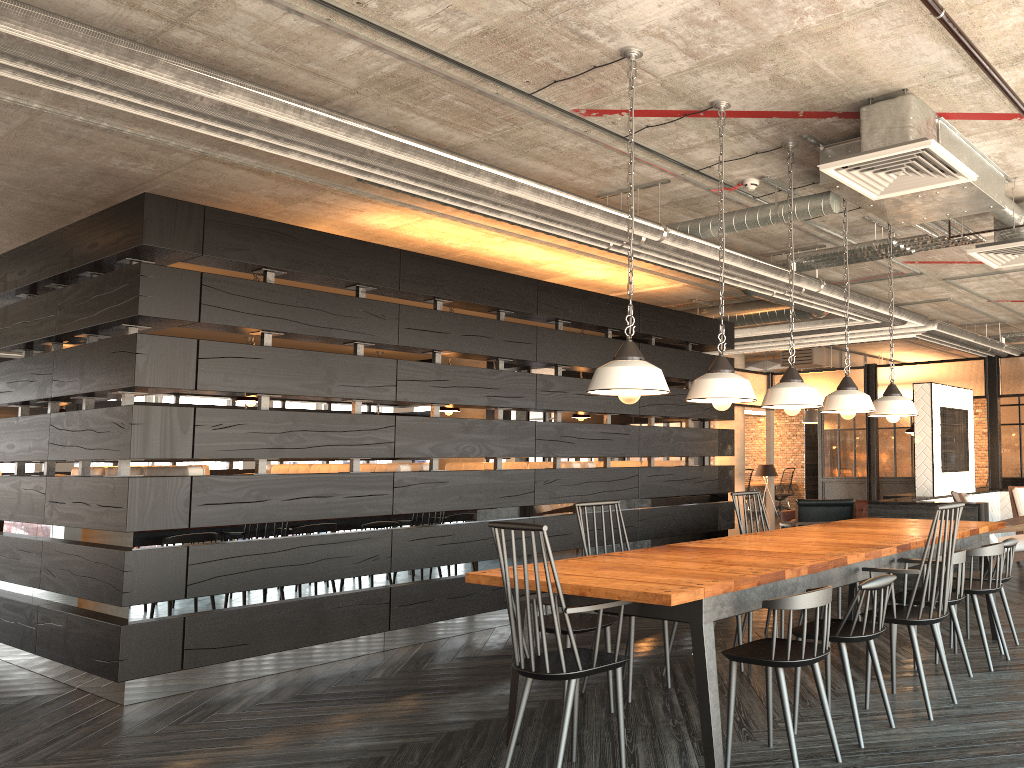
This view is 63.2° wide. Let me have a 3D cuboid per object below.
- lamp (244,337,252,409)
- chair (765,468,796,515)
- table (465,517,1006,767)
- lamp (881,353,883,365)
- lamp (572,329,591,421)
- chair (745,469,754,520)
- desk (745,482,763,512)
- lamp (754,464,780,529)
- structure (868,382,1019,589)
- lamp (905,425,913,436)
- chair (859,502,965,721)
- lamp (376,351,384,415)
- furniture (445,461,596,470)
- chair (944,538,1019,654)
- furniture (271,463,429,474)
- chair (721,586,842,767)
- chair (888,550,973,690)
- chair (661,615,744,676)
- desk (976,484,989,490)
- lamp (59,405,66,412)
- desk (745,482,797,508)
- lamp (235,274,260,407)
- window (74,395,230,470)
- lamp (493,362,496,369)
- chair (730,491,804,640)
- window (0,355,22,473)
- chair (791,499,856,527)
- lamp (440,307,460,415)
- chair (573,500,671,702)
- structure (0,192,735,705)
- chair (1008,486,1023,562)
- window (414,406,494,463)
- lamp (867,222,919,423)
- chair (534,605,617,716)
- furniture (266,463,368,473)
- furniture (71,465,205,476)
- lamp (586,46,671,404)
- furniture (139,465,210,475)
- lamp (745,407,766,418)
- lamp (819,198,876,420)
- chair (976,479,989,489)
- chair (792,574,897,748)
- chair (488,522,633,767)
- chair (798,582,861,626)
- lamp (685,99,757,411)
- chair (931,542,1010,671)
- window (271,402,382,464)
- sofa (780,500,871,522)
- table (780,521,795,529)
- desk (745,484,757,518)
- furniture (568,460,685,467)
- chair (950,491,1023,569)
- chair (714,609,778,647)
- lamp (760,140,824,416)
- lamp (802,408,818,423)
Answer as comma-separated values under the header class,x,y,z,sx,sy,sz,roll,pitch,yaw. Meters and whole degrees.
class,x,y,z,sx,sy,sz,roll,pitch,yaw
lamp,-2.997,-0.035,9.409,0.194,1.049,0.194,0,-5,5
chair,6.020,2.421,18.746,0.597,1.062,0.802,-4,-6,42
table,1.686,1.299,4.772,1.023,0.791,4.344,-5,-7,44
lamp,7.852,0.001,16.016,0.257,0.857,3.954,-4,-6,44
lamp,0.730,-0.136,8.715,0.167,1.049,0.220,-2,-6,35
chair,4.678,2.306,17.367,0.597,1.062,0.802,-4,-6,42
desk,5.187,2.661,19.383,0.687,0.719,1.904,-4,-7,43
lamp,4.227,1.862,13.166,0.859,1.177,0.540,1,-5,-1
structure,6.158,1.000,9.156,3.389,2.113,4.290,-5,-7,42
lamp,4.759,0.526,9.829,0.223,0.171,0.199,-1,-5,8
chair,2.051,1.129,4.282,0.418,1.032,0.531,-4,-6,42
lamp,-1.717,0.074,10.724,0.209,1.049,0.179,2,-5,-11
furniture,0.037,1.380,7.989,1.605,1.259,1.241,-4,-7,41
chair,3.164,1.395,5.600,0.396,0.725,0.434,-4,-6,42
furniture,-1.321,1.263,6.594,1.605,1.259,1.241,-4,-7,41
chair,1.120,1.212,3.475,0.380,0.736,0.434,-4,-6,42
chair,2.399,1.322,4.797,0.380,0.736,0.434,-4,-6,42
chair,1.150,1.349,4.957,0.380,0.736,0.434,-4,-6,42
desk,8.832,2.347,16.390,0.687,0.719,1.904,-4,-7,43
lamp,-4.321,-0.149,8.049,0.209,1.049,0.179,2,-5,-11
desk,5.719,2.615,18.946,0.687,0.719,1.904,-4,-7,43
lamp,-1.874,-0.360,6.039,0.167,1.049,0.220,-2,-6,35
window,-5.928,1.161,13.708,0.211,2.872,2.886,-4,-6,44
lamp,-0.210,-0.516,10.029,0.514,1.501,0.376,5,-6,-40
chair,1.839,1.279,5.871,0.418,1.032,0.531,-4,-6,42
window,-8.193,0.966,11.381,0.211,2.872,2.886,-4,-6,44
chair,3.817,1.784,10.218,0.736,0.794,1.046,-1,-5,10
lamp,-0.550,-0.246,7.399,0.224,1.049,0.164,5,-6,-40
chair,0.635,1.176,4.634,0.418,1.032,0.531,-4,-6,42
structure,-1.827,0.684,8.345,5.222,2.739,6.352,-5,-7,42
chair,6.365,1.668,9.845,0.767,0.906,0.886,1,-5,-6
window,-1.392,1.550,18.368,0.211,2.872,2.886,-4,-6,44
lamp,2.687,-0.591,5.902,0.419,1.736,0.313,3,-5,-29
chair,0.277,1.284,4.168,0.380,0.736,0.434,-4,-6,42
furniture,-2.368,1.587,9.965,1.613,1.259,1.241,-4,-7,41
furniture,-2.374,1.173,5.512,1.605,1.259,0.689,-4,-7,40
lamp,0.523,-0.777,3.678,0.388,1.736,0.344,1,-5,-7
furniture,-3.726,1.470,8.569,1.613,1.259,1.241,-4,-7,41
lamp,4.740,0.270,18.572,0.257,0.857,3.954,-4,-6,44
lamp,2.146,-0.637,5.347,0.419,1.736,0.313,3,-5,-29
chair,9.133,2.153,16.189,0.597,1.062,0.802,-4,-6,42
chair,1.548,1.253,3.904,0.396,0.725,0.434,-4,-6,42
chair,0.207,1.057,3.315,0.570,1.032,0.389,5,-6,-42
chair,2.367,1.451,6.181,0.380,0.736,0.434,-4,-6,42
lamp,1.065,-0.730,4.235,0.320,1.736,0.412,-2,-5,31
chair,2.848,1.354,5.188,0.380,0.736,0.434,-4,-6,42
window,-3.662,1.355,16.036,0.211,2.872,2.886,-4,-6,44
sofa,4.839,2.057,12.403,1.383,0.637,0.781,-5,-7,40
table,4.089,2.121,11.607,0.613,0.371,0.816,-4,-6,38
desk,4.392,2.501,17.583,0.687,0.719,1.904,-4,-7,43
furniture,1.107,1.472,9.089,1.605,1.259,0.688,-4,-7,40
chair,5.056,1.567,8.613,0.908,0.906,0.749,-1,-5,10
chair,1.500,1.394,5.413,0.396,0.725,0.434,-4,-6,42
lamp,1.605,-0.684,4.791,0.423,1.736,0.310,4,-6,-36
lamp,5.891,0.008,16.299,0.445,1.501,0.445,0,-5,5
